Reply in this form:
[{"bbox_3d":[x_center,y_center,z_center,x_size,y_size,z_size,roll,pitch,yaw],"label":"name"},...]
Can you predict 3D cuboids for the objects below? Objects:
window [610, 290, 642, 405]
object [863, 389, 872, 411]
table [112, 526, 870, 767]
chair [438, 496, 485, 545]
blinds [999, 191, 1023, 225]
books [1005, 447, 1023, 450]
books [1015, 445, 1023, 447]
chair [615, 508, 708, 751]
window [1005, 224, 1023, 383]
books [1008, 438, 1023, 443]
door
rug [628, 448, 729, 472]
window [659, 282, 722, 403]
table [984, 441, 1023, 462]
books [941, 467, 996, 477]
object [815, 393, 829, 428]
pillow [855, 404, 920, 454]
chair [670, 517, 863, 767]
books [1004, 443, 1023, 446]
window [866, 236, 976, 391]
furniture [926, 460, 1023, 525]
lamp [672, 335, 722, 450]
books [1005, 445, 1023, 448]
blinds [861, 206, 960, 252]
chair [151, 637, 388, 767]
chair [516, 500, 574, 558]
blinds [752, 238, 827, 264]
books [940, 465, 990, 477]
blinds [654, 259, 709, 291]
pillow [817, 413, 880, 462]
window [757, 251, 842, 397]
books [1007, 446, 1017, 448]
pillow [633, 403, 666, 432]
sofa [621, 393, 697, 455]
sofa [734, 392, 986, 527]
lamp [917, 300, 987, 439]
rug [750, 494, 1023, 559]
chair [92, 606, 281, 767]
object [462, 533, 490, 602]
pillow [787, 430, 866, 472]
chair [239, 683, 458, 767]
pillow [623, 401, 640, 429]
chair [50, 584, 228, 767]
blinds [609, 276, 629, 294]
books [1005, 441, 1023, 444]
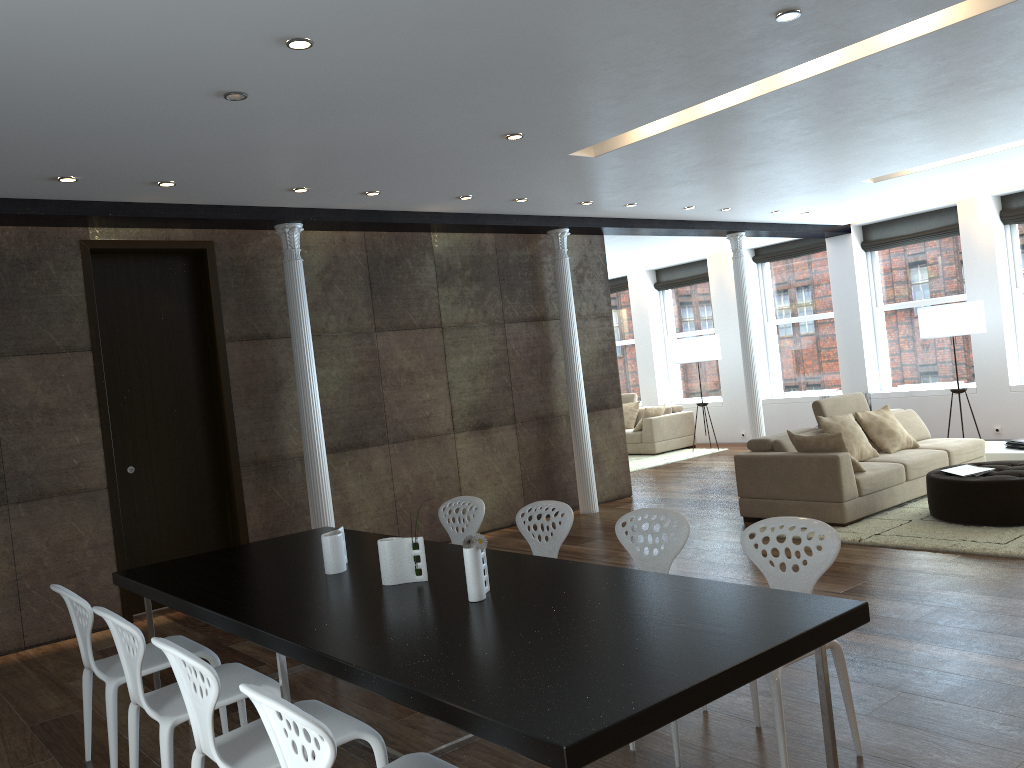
[{"bbox_3d":[1.956,-0.719,16.279,0.123,2.400,1.444,-7,1,-39],"label":"window"},{"bbox_3d":[4.677,0.453,11.646,0.458,0.781,0.458,-7,1,-40],"label":"object"},{"bbox_3d":[-0.450,1.155,3.525,1.200,0.733,3.400,-7,1,-39],"label":"table"},{"bbox_3d":[-0.416,1.081,4.896,0.581,0.835,0.495,-7,1,-39],"label":"chair"},{"bbox_3d":[6.492,-2.168,10.381,0.156,0.424,1.439,-7,1,-39],"label":"blinds"},{"bbox_3d":[5.130,0.634,8.866,0.220,0.010,0.300,-6,1,-4],"label":"books"},{"bbox_3d":[5.152,0.603,8.868,0.220,0.010,0.300,-6,1,11],"label":"books"},{"bbox_3d":[0.488,0.994,3.788,0.581,0.835,0.495,-7,1,-39],"label":"chair"},{"bbox_3d":[6.651,-1.172,10.434,0.123,2.400,1.442,-7,1,-39],"label":"window"},{"bbox_3d":[5.147,0.565,8.867,0.220,0.010,0.300,-6,1,1],"label":"books"},{"bbox_3d":[-2.744,0.325,6.925,1.000,2.814,0.510,-7,1,-39],"label":"door"},{"bbox_3d":[0.760,1.247,13.938,2.972,0.020,4.231,-7,1,-39],"label":"rug"},{"bbox_3d":[3.078,-0.827,14.883,0.123,2.400,1.345,-7,1,-39],"label":"window"},{"bbox_3d":[5.108,0.725,9.052,0.900,0.170,0.900,-7,1,-39],"label":"table"},{"bbox_3d":[3.478,0.666,6.763,0.219,0.031,0.300,-7,1,-24],"label":"books"},{"bbox_3d":[4.218,0.502,11.872,0.458,0.781,0.458,-7,1,-40],"label":"object"},{"bbox_3d":[3.500,0.423,8.315,0.519,0.416,0.368,-7,1,-34],"label":"pillow"},{"bbox_3d":[0.924,0.952,3.239,0.581,0.835,0.495,-7,1,-39],"label":"chair"},{"bbox_3d":[5.126,0.596,8.866,0.220,0.010,0.300,-7,1,-14],"label":"books"},{"bbox_3d":[5.503,-1.061,11.864,0.123,2.400,1.432,-7,1,-39],"label":"window"},{"bbox_3d":[3.746,0.815,6.762,1.057,0.355,1.057,-7,1,-37],"label":"furniture"},{"bbox_3d":[2.850,0.157,13.338,0.698,1.728,0.698,-7,1,-15],"label":"lamp"},{"bbox_3d":[5.128,0.615,8.866,0.220,0.010,0.300,-6,1,-4],"label":"books"},{"bbox_3d":[5.330,-2.062,11.802,0.183,0.395,1.431,-7,1,-39],"label":"blinds"},{"bbox_3d":[-0.772,1.148,2.799,0.581,0.835,0.495,-7,1,-39],"label":"chair"},{"bbox_3d":[0.035,1.037,4.367,0.581,0.835,0.495,-7,1,-39],"label":"chair"},{"bbox_3d":[4.202,-2.014,13.221,0.156,0.275,1.396,-7,1,-39],"label":"blinds"},{"bbox_3d":[3.452,0.662,6.761,0.220,0.040,0.301,-6,1,-4],"label":"books"},{"bbox_3d":[2.916,-1.830,14.831,0.156,0.393,1.342,-7,1,-39],"label":"blinds"},{"bbox_3d":[3.008,0.473,7.932,0.534,0.439,0.301,-7,1,-35],"label":"pillow"},{"bbox_3d":[4.371,-0.952,13.273,0.123,2.400,1.391,-7,1,-39],"label":"window"},{"bbox_3d":[5.154,0.622,8.868,0.220,0.010,0.300,-7,1,-19],"label":"books"},{"bbox_3d":[2.146,0.517,13.779,0.518,0.393,0.395,-7,1,-42],"label":"pillow"},{"bbox_3d":[1.698,0.664,14.712,1.018,0.950,2.581,-7,1,-39],"label":"sofa"},{"bbox_3d":[3.228,0.576,8.083,2.581,0.950,1.021,-7,1,-39],"label":"sofa"},{"bbox_3d":[5.219,-0.071,10.390,0.698,1.728,0.698,-7,1,-15],"label":"lamp"},{"bbox_3d":[4.433,0.918,7.336,4.231,0.020,2.972,-7,1,-39],"label":"rug"},{"bbox_3d":[-1.212,1.191,3.346,0.581,0.835,0.495,-7,1,-39],"label":"chair"},{"bbox_3d":[-0.108,0.635,3.129,0.076,0.233,0.161,-6,1,33],"label":"object"},{"bbox_3d":[2.572,0.552,7.270,0.395,0.393,0.518,-7,1,-35],"label":"pillow"},{"bbox_3d":[-0.333,1.106,2.252,0.581,0.835,0.495,-7,1,-39],"label":"chair"},{"bbox_3d":[1.852,0.519,14.520,0.301,0.439,0.534,-7,1,-42],"label":"pillow"},{"bbox_3d":[-1.651,1.233,3.892,0.581,0.835,0.495,-7,1,-39],"label":"chair"},{"bbox_3d":[1.789,-1.780,16.225,0.156,0.275,1.442,-7,1,-39],"label":"blinds"},{"bbox_3d":[5.123,0.577,8.866,0.220,0.010,0.300,-6,1,-4],"label":"books"}]
